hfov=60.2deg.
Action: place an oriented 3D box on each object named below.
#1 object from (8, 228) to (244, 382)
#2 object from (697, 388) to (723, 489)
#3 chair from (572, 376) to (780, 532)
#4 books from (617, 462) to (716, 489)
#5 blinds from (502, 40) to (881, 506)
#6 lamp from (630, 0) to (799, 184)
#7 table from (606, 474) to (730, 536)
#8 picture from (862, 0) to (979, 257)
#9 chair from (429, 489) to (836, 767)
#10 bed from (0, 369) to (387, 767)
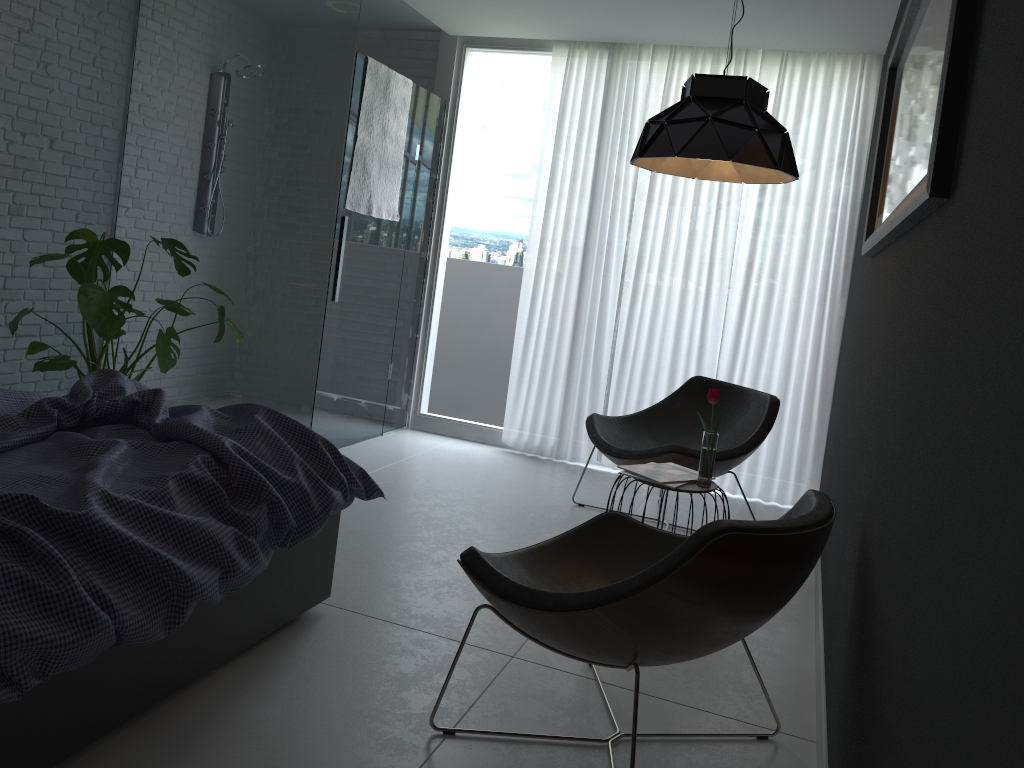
[{"bbox_3d":[-1.803,-0.189,4.204,0.858,1.044,0.988,11,6,36],"label":"object"},{"bbox_3d":[0.703,0.194,3.171,0.076,0.354,0.067,5,4,-40],"label":"object"},{"bbox_3d":[0.792,0.330,4.219,0.811,0.688,0.797,4,6,-29],"label":"chair"},{"bbox_3d":[-3.342,0.028,3.098,8.230,0.371,0.408,7,6,-3],"label":"books"},{"bbox_3d":[0.971,-0.787,5.062,1.860,2.687,0.137,9,3,18],"label":"blinds"},{"bbox_3d":[0.784,-1.216,3.180,0.587,0.899,0.606,11,5,36],"label":"lamp"},{"bbox_3d":[0.564,0.561,3.267,0.450,0.433,0.454,7,5,-4],"label":"table"},{"bbox_3d":[1.029,-0.737,2.300,0.041,0.718,1.955,8,7,18],"label":"picture"},{"bbox_3d":[0.314,0.551,2.168,0.820,0.688,0.788,12,7,39],"label":"chair"},{"bbox_3d":[-1.763,-0.422,2.298,2.618,2.034,2.564,9,6,18],"label":"bed"}]
